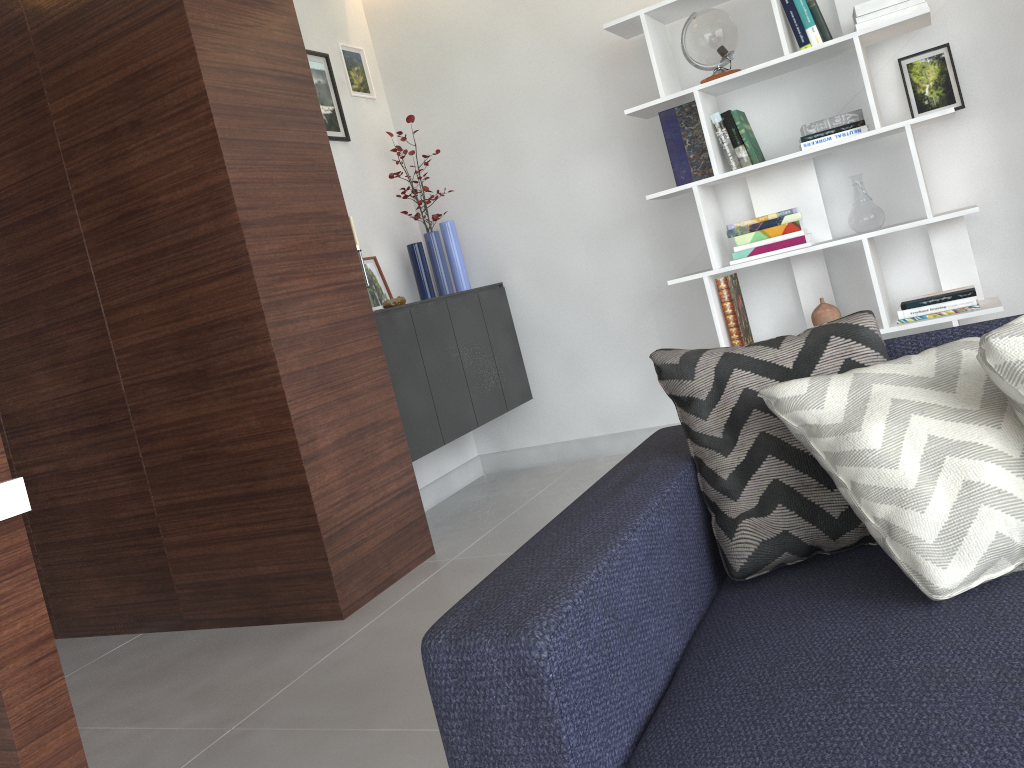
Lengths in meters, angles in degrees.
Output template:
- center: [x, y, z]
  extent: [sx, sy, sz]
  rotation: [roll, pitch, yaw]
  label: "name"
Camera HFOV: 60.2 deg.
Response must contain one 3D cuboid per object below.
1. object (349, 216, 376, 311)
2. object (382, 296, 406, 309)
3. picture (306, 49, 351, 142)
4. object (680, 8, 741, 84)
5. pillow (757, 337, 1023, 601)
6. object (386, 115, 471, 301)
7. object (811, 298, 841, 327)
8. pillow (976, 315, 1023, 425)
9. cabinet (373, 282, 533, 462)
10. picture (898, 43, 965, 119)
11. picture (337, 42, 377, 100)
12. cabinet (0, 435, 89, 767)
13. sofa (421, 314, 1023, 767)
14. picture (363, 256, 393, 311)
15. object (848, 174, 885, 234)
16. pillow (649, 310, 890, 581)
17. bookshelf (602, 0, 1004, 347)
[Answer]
- center: [-0.643, -0.481, 3.511]
  extent: [0.100, 0.425, 0.101]
  rotation: [-14, 1, 11]
  label: "object"
- center: [-0.502, -0.346, 3.755]
  extent: [0.099, 0.046, 0.104]
  rotation: [-16, 5, -16]
  label: "object"
- center: [-0.866, -1.286, 3.929]
  extent: [0.017, 0.412, 0.315]
  rotation: [-14, 3, 28]
  label: "picture"
- center: [0.802, -1.306, 3.514]
  extent: [0.223, 0.382, 0.232]
  rotation: [-16, 3, -42]
  label: "object"
- center: [0.658, 0.101, 1.324]
  extent: [0.417, 0.294, 0.330]
  rotation: [-15, 4, -10]
  label: "pillow"
- center: [-0.426, -0.835, 4.215]
  extent: [0.267, 0.859, 0.275]
  rotation: [-13, 2, 42]
  label: "object"
- center: [1.236, -0.267, 3.477]
  extent: [0.110, 0.147, 0.124]
  rotation: [-13, 3, 25]
  label: "object"
- center: [0.913, 0.039, 1.219]
  extent: [0.421, 0.350, 0.279]
  rotation: [-16, 3, -19]
  label: "pillow"
- center: [-0.385, -0.062, 3.852]
  extent: [0.395, 0.582, 1.145]
  rotation: [-13, 5, 28]
  label: "cabinet"
- center: [1.585, -1.138, 3.342]
  extent: [0.180, 0.255, 0.059]
  rotation: [-13, 2, 27]
  label: "picture"
- center: [-0.744, -1.503, 4.251]
  extent: [0.015, 0.257, 0.205]
  rotation: [-14, 3, 28]
  label: "picture"
- center: [-2.031, 0.065, 0.243]
  extent: [0.779, 2.544, 3.376]
  rotation: [-14, 4, 28]
  label: "cabinet"
- center: [1.197, 0.223, 0.425]
  extent: [2.849, 0.606, 1.923]
  rotation: [-11, 6, 27]
  label: "sofa"
- center: [-0.622, -0.445, 3.949]
  extent: [0.058, 0.255, 0.205]
  rotation: [-14, 3, 28]
  label: "picture"
- center: [1.328, -0.683, 3.346]
  extent: [0.131, 0.219, 0.134]
  rotation: [-13, 3, 33]
  label: "object"
- center: [0.498, 0.085, 1.514]
  extent: [0.415, 0.385, 0.222]
  rotation: [-14, 2, -2]
  label: "pillow"
- center: [1.154, -0.709, 3.472]
  extent: [1.140, 1.816, 0.303]
  rotation: [-13, 1, 27]
  label: "bookshelf"
